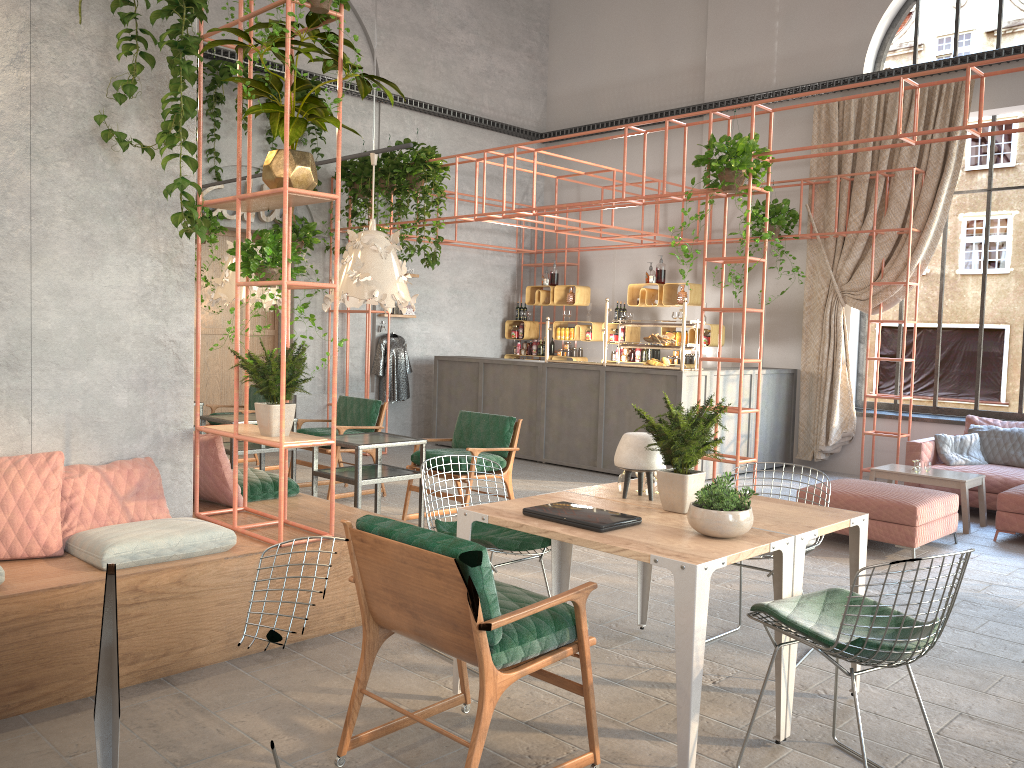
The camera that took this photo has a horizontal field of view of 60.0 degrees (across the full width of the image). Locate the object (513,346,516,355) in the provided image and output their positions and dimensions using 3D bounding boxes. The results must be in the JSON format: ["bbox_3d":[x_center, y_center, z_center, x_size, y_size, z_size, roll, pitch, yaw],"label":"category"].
[{"bbox_3d":[0.049,-0.518,13.659,0.073,0.131,0.073,0,4,-20],"label":"object"}]

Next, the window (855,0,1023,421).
[{"bbox_3d":[5.833,-2.343,9.441,4.127,5.538,0.089,5,5,44],"label":"window"}]

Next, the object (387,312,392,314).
[{"bbox_3d":[-1.671,-1.029,12.139,0.063,0.151,0.063,4,4,31],"label":"object"}]

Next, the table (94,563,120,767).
[{"bbox_3d":[-1.075,1.019,2.140,1.214,0.830,0.694,5,5,44],"label":"table"}]

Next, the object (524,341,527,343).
[{"bbox_3d":[0.207,-0.555,13.699,0.070,0.209,0.070,3,4,27],"label":"object"}]

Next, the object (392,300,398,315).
[{"bbox_3d":[-1.616,-1.057,12.204,0.081,0.204,0.081,5,5,45],"label":"object"}]

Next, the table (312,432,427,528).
[{"bbox_3d":[-1.054,0.795,6.518,0.602,0.798,0.635,5,5,44],"label":"table"}]

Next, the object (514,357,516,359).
[{"bbox_3d":[0.044,-0.295,13.697,0.074,0.243,0.072,1,3,-14],"label":"object"}]

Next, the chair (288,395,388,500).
[{"bbox_3d":[-1.652,0.599,8.410,0.722,0.930,0.685,5,5,44],"label":"chair"}]

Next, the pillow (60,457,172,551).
[{"bbox_3d":[-2.057,0.595,4.484,0.289,0.385,0.666,5,4,40],"label":"pillow"}]

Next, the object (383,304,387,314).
[{"bbox_3d":[-1.732,-1.035,12.107,0.055,0.164,0.092,0,4,-27],"label":"object"}]

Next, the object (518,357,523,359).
[{"bbox_3d":[0.129,-0.297,13.785,0.074,0.243,0.254,1,3,-15],"label":"object"}]

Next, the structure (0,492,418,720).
[{"bbox_3d":[-4.152,0.908,5.509,5.831,0.500,4.386,5,5,44],"label":"structure"}]

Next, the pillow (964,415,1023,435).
[{"bbox_3d":[4.962,0.582,8.914,0.839,0.474,0.276,5,5,45],"label":"pillow"}]

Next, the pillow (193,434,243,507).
[{"bbox_3d":[-1.978,0.495,5.428,0.839,0.474,0.276,4,4,35],"label":"pillow"}]

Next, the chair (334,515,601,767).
[{"bbox_3d":[-0.160,0.943,3.202,0.722,0.917,0.685,5,5,44],"label":"chair"}]

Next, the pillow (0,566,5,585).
[{"bbox_3d":[-2.442,0.778,3.535,0.637,0.149,0.491,-2,5,-44],"label":"pillow"}]

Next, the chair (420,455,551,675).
[{"bbox_3d":[-0.115,0.867,4.450,0.565,0.941,0.717,-2,5,-44],"label":"chair"}]

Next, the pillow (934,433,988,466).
[{"bbox_3d":[4.465,0.657,8.773,0.500,0.324,0.307,1,3,-10],"label":"pillow"}]

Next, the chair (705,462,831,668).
[{"bbox_3d":[1.247,0.904,4.518,0.565,0.941,0.717,5,4,41],"label":"chair"}]

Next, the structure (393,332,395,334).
[{"bbox_3d":[-1.637,-0.699,12.309,0.019,0.044,0.066,5,5,44],"label":"structure"}]

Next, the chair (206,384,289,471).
[{"bbox_3d":[-2.885,0.490,9.623,0.722,0.930,0.685,5,5,44],"label":"chair"}]

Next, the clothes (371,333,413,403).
[{"bbox_3d":[-1.633,-0.198,12.242,0.366,0.997,0.625,3,4,25],"label":"clothes"}]

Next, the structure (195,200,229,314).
[{"bbox_3d":[-3.734,-1.576,10.212,0.921,1.527,0.950,1,3,-12],"label":"structure"}]

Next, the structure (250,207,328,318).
[{"bbox_3d":[-2.838,-1.587,11.183,0.921,1.527,0.950,5,5,43],"label":"structure"}]

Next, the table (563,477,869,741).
[{"bbox_3d":[0.906,0.960,4.150,1.214,0.830,0.694,5,5,44],"label":"table"}]

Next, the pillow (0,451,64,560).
[{"bbox_3d":[-2.491,0.561,4.007,0.839,0.474,0.276,0,4,-25],"label":"pillow"}]

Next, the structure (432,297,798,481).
[{"bbox_3d":[1.267,-0.066,11.764,4.057,2.022,2.579,5,5,44],"label":"structure"}]

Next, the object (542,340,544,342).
[{"bbox_3d":[0.461,-0.553,13.460,0.094,0.248,0.072,5,5,44],"label":"object"}]

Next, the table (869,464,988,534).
[{"bbox_3d":[3.754,1.020,8.049,0.916,0.455,0.520,5,5,44],"label":"table"}]

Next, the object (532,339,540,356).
[{"bbox_3d":[0.363,-0.550,13.356,0.094,0.248,0.072,5,5,44],"label":"object"}]

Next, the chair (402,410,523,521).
[{"bbox_3d":[-0.392,0.709,7.171,0.722,0.929,0.685,5,5,44],"label":"chair"}]

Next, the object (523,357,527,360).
[{"bbox_3d":[0.198,-0.292,13.731,0.074,0.243,0.254,1,3,-15],"label":"object"}]

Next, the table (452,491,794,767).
[{"bbox_3d":[0.420,0.975,3.651,1.205,0.830,0.694,5,5,44],"label":"table"}]

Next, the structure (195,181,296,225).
[{"bbox_3d":[-3.178,-2.198,10.645,0.063,0.505,1.312,5,5,44],"label":"structure"}]

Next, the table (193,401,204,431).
[{"bbox_3d":[-3.551,0.576,8.974,0.602,0.798,0.635,5,5,44],"label":"table"}]

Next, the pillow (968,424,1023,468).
[{"bbox_3d":[4.846,0.616,8.818,0.666,0.385,0.289,5,5,45],"label":"pillow"}]

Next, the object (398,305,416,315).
[{"bbox_3d":[-1.467,-1.029,12.359,0.129,0.149,0.219,5,5,44],"label":"object"}]

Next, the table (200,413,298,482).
[{"bbox_3d":[-2.303,0.686,7.746,0.602,0.798,0.635,5,5,44],"label":"table"}]

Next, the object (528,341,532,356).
[{"bbox_3d":[0.282,-0.541,13.428,0.073,0.219,0.105,-1,4,-39],"label":"object"}]

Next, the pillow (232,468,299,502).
[{"bbox_3d":[-1.763,0.664,5.815,0.491,0.149,0.637,-2,5,-44],"label":"pillow"}]

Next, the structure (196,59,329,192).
[{"bbox_3d":[-3.073,-3.028,10.525,0.856,1.514,1.939,4,4,39],"label":"structure"}]

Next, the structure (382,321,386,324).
[{"bbox_3d":[-1.757,-0.846,12.170,0.019,0.044,0.066,5,5,44],"label":"structure"}]

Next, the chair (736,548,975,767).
[{"bbox_3d":[1.212,0.983,3.156,0.565,0.941,0.717,0,4,-29],"label":"chair"}]

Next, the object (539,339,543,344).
[{"bbox_3d":[0.415,-0.551,13.405,0.094,0.248,0.072,5,5,44],"label":"object"}]

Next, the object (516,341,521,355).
[{"bbox_3d":[0.104,-0.552,13.588,0.070,0.209,0.070,4,4,35],"label":"object"}]

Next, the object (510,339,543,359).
[{"bbox_3d":[0.214,-0.422,13.518,0.084,0.529,0.711,-1,5,-43],"label":"object"}]

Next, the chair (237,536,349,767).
[{"bbox_3d":[-0.735,0.963,2.508,0.565,0.941,0.717,5,4,41],"label":"chair"}]

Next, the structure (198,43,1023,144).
[{"bbox_3d":[0.544,-3.285,3.613,15.203,0.110,15.603,5,5,44],"label":"structure"}]

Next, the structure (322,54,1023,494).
[{"bbox_3d":[3.948,-0.554,7.724,14.689,4.247,4.157,5,5,44],"label":"structure"}]

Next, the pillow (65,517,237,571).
[{"bbox_3d":[-1.728,0.756,4.259,0.637,0.149,0.491,-2,5,-44],"label":"pillow"}]

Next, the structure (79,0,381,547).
[{"bbox_3d":[-2.467,-1.054,3.431,14.096,4.345,4.501,5,5,43],"label":"structure"}]
